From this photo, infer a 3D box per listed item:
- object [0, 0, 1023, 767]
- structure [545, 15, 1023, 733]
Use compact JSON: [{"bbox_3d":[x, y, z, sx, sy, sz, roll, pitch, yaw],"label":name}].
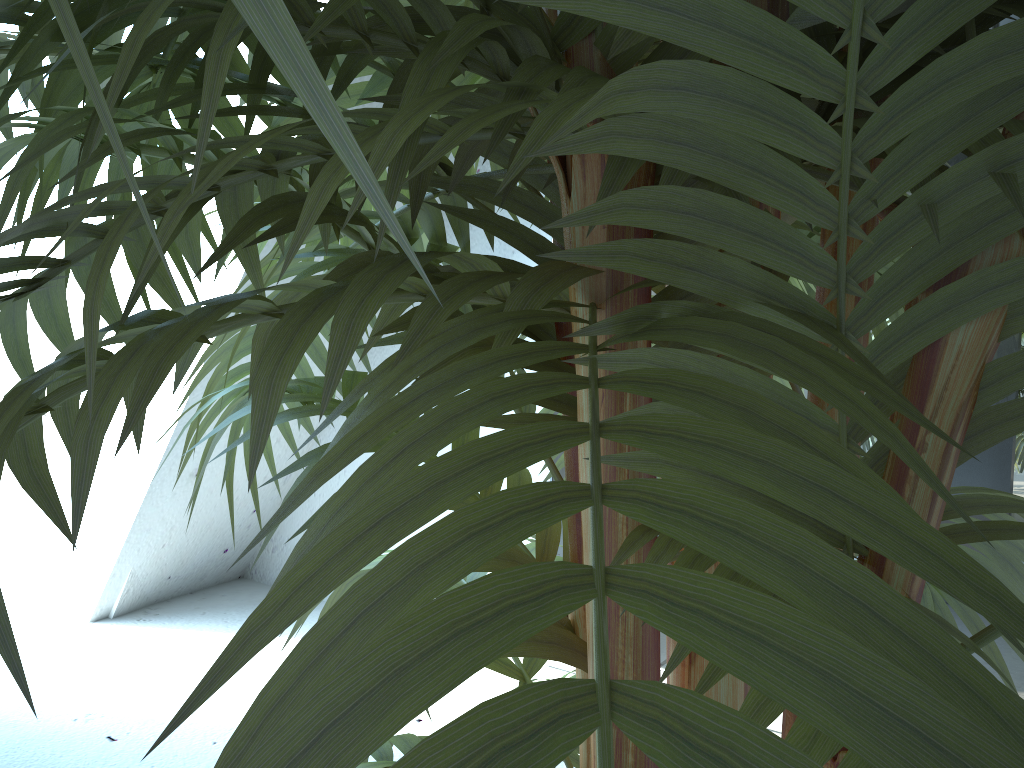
[{"bbox_3d":[0.072,-0.290,0.338,1.020,2.034,0.980,0,5,-6],"label":"object"},{"bbox_3d":[1.068,-0.437,1.588,1.835,2.114,1.184,4,6,36],"label":"structure"}]
